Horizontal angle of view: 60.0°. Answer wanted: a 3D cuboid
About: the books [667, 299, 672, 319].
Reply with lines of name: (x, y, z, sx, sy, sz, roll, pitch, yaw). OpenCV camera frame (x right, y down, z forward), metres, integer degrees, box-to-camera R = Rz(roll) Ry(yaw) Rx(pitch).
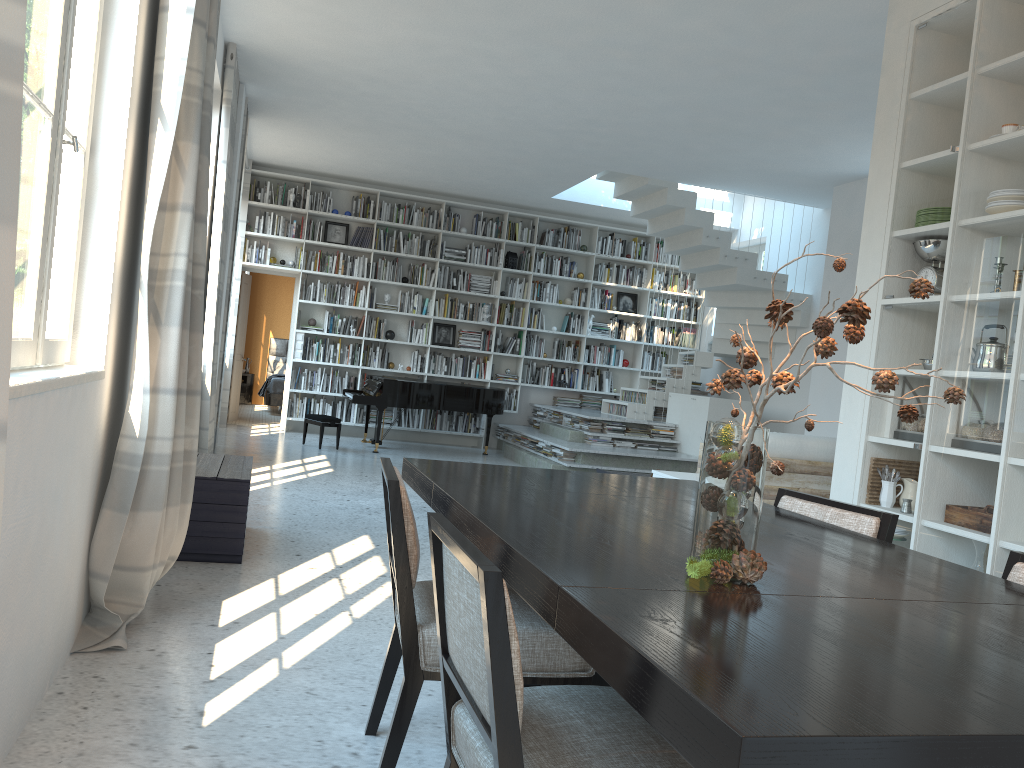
books: (2.169, -1.047, 12.409, 0.030, 0.284, 0.166, 6, 1, -16)

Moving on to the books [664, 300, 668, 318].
books: (2.121, -1.040, 12.393, 0.024, 0.259, 0.156, 6, 1, -16)

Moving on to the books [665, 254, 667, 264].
books: (2.119, -1.786, 12.361, 0.027, 0.275, 0.148, 6, 1, -16)

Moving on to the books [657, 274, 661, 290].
books: (1.990, -1.403, 12.258, 0.049, 0.224, 0.161, 6, 1, -16)

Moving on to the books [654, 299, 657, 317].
books: (1.963, -1.055, 12.348, 0.026, 0.256, 0.173, 6, 1, -16)

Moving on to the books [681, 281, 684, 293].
books: (2.360, -1.345, 12.459, 0.034, 0.183, 0.156, 6, 1, -16)

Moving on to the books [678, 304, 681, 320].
books: (2.325, -1.007, 12.475, 0.028, 0.237, 0.145, 6, 1, -16)

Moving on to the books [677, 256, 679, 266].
books: (2.293, -1.773, 12.416, 0.012, 0.285, 0.159, 6, 1, -16)

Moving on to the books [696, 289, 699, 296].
books: (2.593, -1.352, 12.518, 0.040, 0.246, 0.160, 6, 1, -16)

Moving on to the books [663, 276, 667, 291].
books: (2.102, -1.385, 12.307, 0.025, 0.211, 0.134, 6, 1, -16)

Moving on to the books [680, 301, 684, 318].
books: (2.376, -1.025, 12.468, 0.012, 0.283, 0.151, 6, 1, -16)

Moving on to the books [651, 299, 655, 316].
books: (1.931, -1.054, 12.327, 0.023, 0.248, 0.182, 6, 1, -16)

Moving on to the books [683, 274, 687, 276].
books: (2.409, -1.396, 12.472, 0.011, 0.294, 0.151, 6, 1, -16)

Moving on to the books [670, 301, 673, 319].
books: (2.211, -1.028, 12.436, 0.012, 0.254, 0.160, 6, 1, -16)

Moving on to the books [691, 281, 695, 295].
books: (2.515, -1.344, 12.487, 0.023, 0.213, 0.180, 6, 1, -16)

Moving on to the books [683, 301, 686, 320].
books: (2.389, -1.020, 12.468, 0.013, 0.277, 0.188, 6, 1, -16)

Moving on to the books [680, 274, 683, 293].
books: (2.337, -1.397, 12.451, 0.024, 0.281, 0.153, 6, 1, -16)

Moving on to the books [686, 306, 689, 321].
books: (2.432, -0.983, 12.478, 0.025, 0.211, 0.188, 6, 1, -16)

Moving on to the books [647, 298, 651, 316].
books: (1.885, -1.062, 12.330, 0.012, 0.254, 0.160, 6, 1, -16)

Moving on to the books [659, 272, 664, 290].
books: (2.047, -1.417, 12.282, 0.023, 0.263, 0.158, 6, 1, -16)

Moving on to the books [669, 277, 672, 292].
books: (2.166, -1.376, 12.314, 0.014, 0.206, 0.184, 6, 1, -16)

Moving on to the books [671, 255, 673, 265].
books: (2.202, -1.764, 12.390, 0.027, 0.250, 0.154, 6, 1, -16)

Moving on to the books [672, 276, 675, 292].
books: (2.213, -1.379, 12.323, 0.013, 0.222, 0.174, 6, 1, -16)

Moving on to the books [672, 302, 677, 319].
books: (2.243, -1.019, 12.424, 0.045, 0.245, 0.177, 6, 1, -16)

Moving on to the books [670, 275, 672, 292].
books: (2.183, -1.392, 12.324, 0.022, 0.242, 0.144, 6, 1, -16)

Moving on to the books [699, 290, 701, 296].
books: (2.621, -1.334, 12.508, 0.011, 0.216, 0.170, 6, 1, -16)

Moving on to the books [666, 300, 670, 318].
books: (2.144, -1.039, 12.397, 0.022, 0.263, 0.172, 6, 1, -16)

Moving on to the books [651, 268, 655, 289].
books: (1.919, -1.446, 12.232, 0.010, 0.294, 0.183, 6, 1, -16)

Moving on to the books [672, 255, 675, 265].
books: (2.228, -1.755, 12.389, 0.025, 0.237, 0.143, 6, 1, -16)

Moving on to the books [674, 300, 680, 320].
books: (2.303, -1.037, 12.467, 0.024, 0.292, 0.132, 6, 2, -16)

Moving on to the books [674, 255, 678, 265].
books: (2.264, -1.737, 12.403, 0.026, 0.208, 0.163, 6, 1, -16)

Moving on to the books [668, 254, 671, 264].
books: (2.167, -1.775, 12.371, 0.029, 0.264, 0.178, 6, 1, -16)

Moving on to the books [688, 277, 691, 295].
books: (2.472, -1.369, 12.476, 0.070, 0.254, 0.154, 6, 1, -16)

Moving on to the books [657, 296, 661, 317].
books: (2.025, -1.069, 12.377, 0.022, 0.297, 0.162, 6, 1, -16)

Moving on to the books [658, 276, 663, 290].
books: (2.025, -1.384, 12.262, 0.024, 0.193, 0.189, 6, 1, -16)

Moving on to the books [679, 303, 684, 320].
books: (2.354, -1.012, 12.472, 0.025, 0.252, 0.160, 6, 1, -16)

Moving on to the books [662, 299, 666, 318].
books: (2.096, -1.048, 12.395, 0.025, 0.271, 0.152, 6, 1, -16)

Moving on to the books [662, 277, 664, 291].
books: (2.062, -1.384, 12.331, 0.038, 0.199, 0.170, 6, 1, -16)

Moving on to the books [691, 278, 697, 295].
books: (2.561, -1.362, 12.509, 0.029, 0.258, 0.163, 6, 1, -16)

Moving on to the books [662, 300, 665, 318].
books: (2.079, -1.044, 12.382, 0.013, 0.260, 0.158, 6, 1, -16)

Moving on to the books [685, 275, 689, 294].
books: (2.428, -1.390, 12.466, 0.023, 0.287, 0.162, 6, 1, -16)

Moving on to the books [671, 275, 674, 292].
books: (2.199, -1.388, 12.329, 0.012, 0.238, 0.165, 6, 1, -16)

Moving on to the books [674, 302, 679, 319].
books: (2.275, -1.023, 12.439, 0.023, 0.258, 0.184, 6, 1, -16)

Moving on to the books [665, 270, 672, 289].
books: (2.155, -1.422, 12.304, 0.022, 0.296, 0.152, 6, 1, -16)

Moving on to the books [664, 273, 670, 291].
books: (2.132, -1.403, 12.294, 0.023, 0.254, 0.189, 6, 1, -16)

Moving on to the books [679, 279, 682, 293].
books: (2.322, -1.364, 12.422, 0.013, 0.213, 0.186, 6, 1, -16)

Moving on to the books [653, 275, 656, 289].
books: (1.930, -1.400, 12.238, 0.024, 0.205, 0.165, 6, 1, -16)

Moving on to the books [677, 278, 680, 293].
books: (2.294, -1.370, 12.419, 0.023, 0.220, 0.171, 6, 1, -16)

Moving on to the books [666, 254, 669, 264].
books: (2.143, -1.775, 12.364, 0.022, 0.259, 0.163, 6, 1, -16)

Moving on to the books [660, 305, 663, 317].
books: (2.053, -1.007, 12.391, 0.027, 0.179, 0.157, 6, 1, -16)

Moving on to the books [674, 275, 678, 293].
books: (2.234, -1.387, 12.352, 0.042, 0.242, 0.247, 6, 1, -16)

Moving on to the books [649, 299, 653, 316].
books: (1.900, -1.058, 12.348, 0.026, 0.250, 0.160, 6, 1, -16)

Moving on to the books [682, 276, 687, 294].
books: (2.397, -1.380, 12.447, 0.022, 0.261, 0.160, 6, 1, -16)

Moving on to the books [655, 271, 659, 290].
books: (1.960, -1.426, 12.236, 0.026, 0.263, 0.189, 6, 1, -16)

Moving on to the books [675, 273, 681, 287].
books: (2.312, -1.406, 12.430, 0.010, 0.295, 0.165, 6, 1, -16)

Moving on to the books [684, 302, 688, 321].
books: (2.409, -1.013, 12.471, 0.028, 0.268, 0.173, 6, 1, -16)

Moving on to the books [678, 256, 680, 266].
books: (2.338, -1.731, 12.423, 0.057, 0.212, 0.162, 6, 1, -16)

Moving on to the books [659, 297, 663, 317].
books: (2.044, -1.064, 12.370, 0.012, 0.293, 0.165, 6, 1, -16)

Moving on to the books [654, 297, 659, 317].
books: (1.987, -1.067, 12.340, 0.014, 0.285, 0.185, 6, 1, -16)
